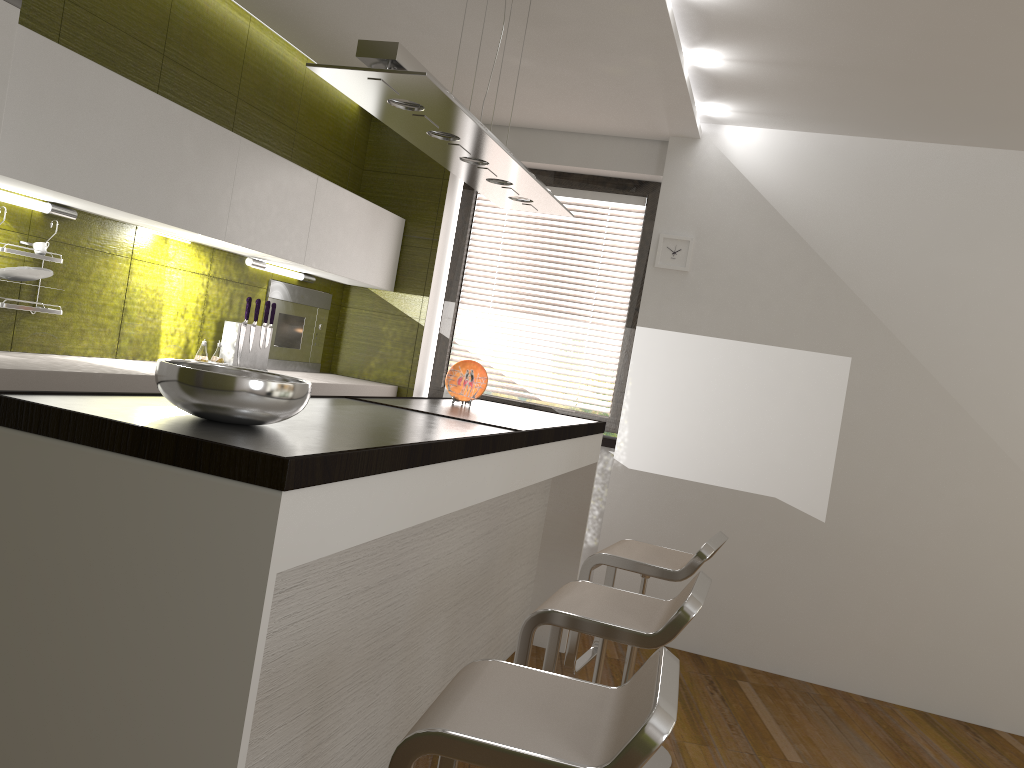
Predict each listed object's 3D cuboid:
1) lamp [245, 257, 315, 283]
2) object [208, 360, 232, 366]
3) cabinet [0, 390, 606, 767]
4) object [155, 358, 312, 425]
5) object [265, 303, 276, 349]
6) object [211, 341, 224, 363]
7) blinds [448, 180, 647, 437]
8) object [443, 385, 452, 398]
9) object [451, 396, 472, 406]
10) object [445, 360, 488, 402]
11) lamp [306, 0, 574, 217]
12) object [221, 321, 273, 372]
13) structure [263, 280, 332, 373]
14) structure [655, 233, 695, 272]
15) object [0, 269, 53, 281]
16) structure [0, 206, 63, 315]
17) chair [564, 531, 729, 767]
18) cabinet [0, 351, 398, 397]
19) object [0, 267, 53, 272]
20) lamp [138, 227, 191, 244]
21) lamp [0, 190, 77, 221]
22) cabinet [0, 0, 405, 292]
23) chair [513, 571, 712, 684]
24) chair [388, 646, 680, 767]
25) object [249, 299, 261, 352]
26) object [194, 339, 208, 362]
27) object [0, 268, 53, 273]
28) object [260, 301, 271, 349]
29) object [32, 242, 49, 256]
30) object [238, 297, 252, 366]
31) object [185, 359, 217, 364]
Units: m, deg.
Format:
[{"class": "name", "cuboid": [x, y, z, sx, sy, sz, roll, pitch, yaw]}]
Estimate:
[{"class": "lamp", "cuboid": [-1.188, -0.584, 4.599, 0.095, 0.041, 0.716, 10, 2, 16]}, {"class": "object", "cuboid": [-1.362, -0.086, 4.090, 0.107, 0.032, 0.107, 11, 2, 28]}, {"class": "cabinet", "cuboid": [-0.362, 0.655, 2.962, 0.663, 1.134, 2.947, 10, 2, 16]}, {"class": "object", "cuboid": [-0.582, 0.024, 1.849, 0.311, 0.105, 0.311, 11, 2, 29]}, {"class": "object", "cuboid": [-1.195, -0.287, 4.377, 0.013, 0.231, 0.040, 10, 2, 16]}, {"class": "object", "cuboid": [-1.353, -0.140, 4.088, 0.059, 0.121, 0.059, 9, 2, -17]}, {"class": "blinds", "cuboid": [-1.308, -3.430, 8.785, 16.000, 12.704, 9.030, 9, 2, -34]}, {"class": "object", "cuboid": [-0.343, 0.055, 5.171, 0.106, 0.169, 0.057, 10, 2, 11]}, {"class": "object", "cuboid": [-0.197, 0.023, 3.756, 0.088, 0.131, 0.072, 10, 2, 11]}, {"class": "object", "cuboid": [-0.192, -0.014, 3.756, 0.184, 0.178, 0.055, 10, 2, 12]}, {"class": "lamp", "cuboid": [-0.069, -1.078, 2.952, 0.326, 0.683, 1.677, 10, 2, 16]}, {"class": "object", "cuboid": [-1.285, -0.176, 4.284, 0.107, 0.227, 0.293, 10, 2, 16]}, {"class": "structure", "cuboid": [-1.188, -0.300, 4.896, 0.015, 0.469, 0.663, 10, 2, 16]}, {"class": "structure", "cuboid": [0.860, -0.694, 4.692, 0.180, 0.180, 0.026, 10, 2, 16]}, {"class": "object", "cuboid": [-1.649, -0.369, 2.993, 0.173, 0.052, 0.181, 10, 2, 16]}, {"class": "structure", "cuboid": [-1.661, -0.412, 3.049, 0.110, 0.346, 0.266, 10, 2, 16]}, {"class": "chair", "cuboid": [0.469, 0.930, 3.243, 0.460, 0.857, 0.418, 10, 2, 21]}, {"class": "cabinet", "cuboid": [-1.390, 0.479, 3.895, 0.465, 1.086, 2.940, 10, 2, 16]}, {"class": "object", "cuboid": [-1.650, -0.376, 2.993, 0.173, 0.052, 0.181, 10, 2, 16]}, {"class": "lamp", "cuboid": [-1.470, -0.628, 3.760, 0.008, 0.008, 0.334, 10, 2, 16]}, {"class": "lamp", "cuboid": [-1.706, -0.625, 2.902, 0.041, 0.041, 0.715, 10, 2, 16]}, {"class": "cabinet", "cuboid": [-1.495, -0.042, 3.659, 0.724, 2.089, 3.471, 10, 2, 16]}, {"class": "chair", "cuboid": [0.235, 0.913, 2.429, 0.460, 0.857, 0.418, 10, 2, 16]}, {"class": "chair", "cuboid": [0.002, 0.895, 1.615, 0.460, 0.857, 0.418, 10, 2, 11]}, {"class": "object", "cuboid": [-1.236, -0.279, 4.243, 0.013, 0.264, 0.042, 10, 2, 16]}, {"class": "object", "cuboid": [-1.379, -0.141, 3.953, 0.059, 0.121, 0.059, 9, 2, -28]}, {"class": "object", "cuboid": [-1.650, -0.372, 2.993, 0.173, 0.052, 0.181, 10, 2, 16]}, {"class": "object", "cuboid": [-1.209, -0.287, 4.328, 0.013, 0.243, 0.036, 10, 2, 16]}, {"class": "object", "cuboid": [-1.648, -0.473, 3.093, 0.046, 0.053, 0.051, 8, 2, -42]}, {"class": "object", "cuboid": [-1.264, -0.243, 4.168, 0.013, 0.339, 0.046, 10, 2, 16]}, {"class": "object", "cuboid": [-1.389, -0.087, 3.954, 0.107, 0.032, 0.107, 10, 2, 17]}]
